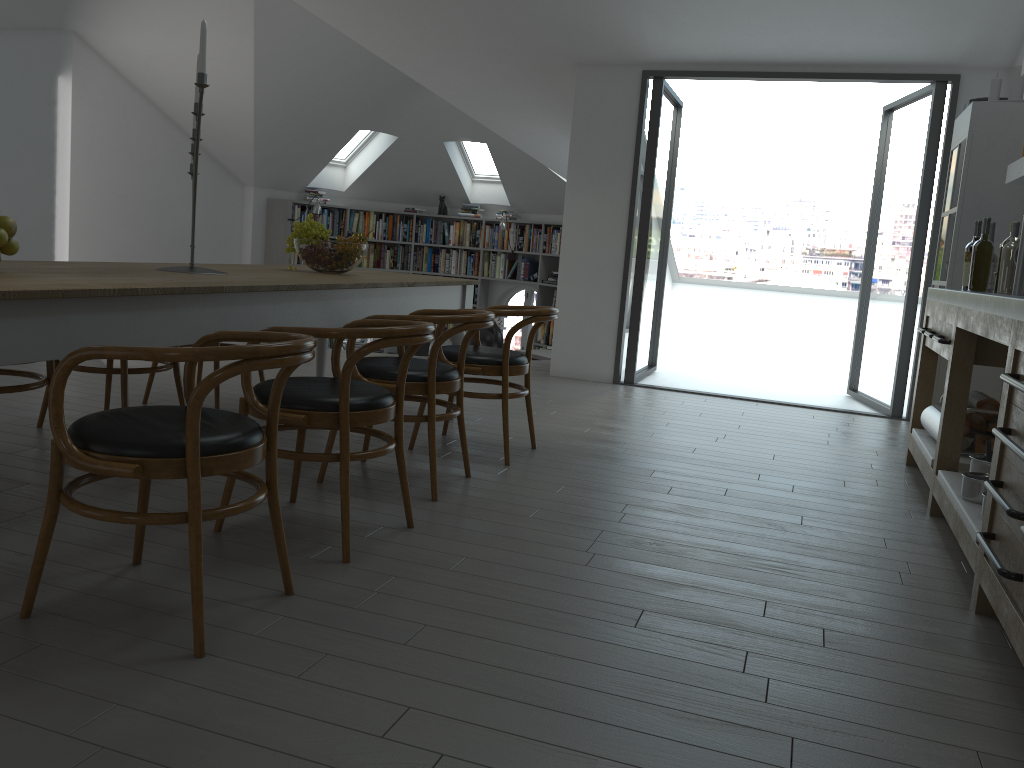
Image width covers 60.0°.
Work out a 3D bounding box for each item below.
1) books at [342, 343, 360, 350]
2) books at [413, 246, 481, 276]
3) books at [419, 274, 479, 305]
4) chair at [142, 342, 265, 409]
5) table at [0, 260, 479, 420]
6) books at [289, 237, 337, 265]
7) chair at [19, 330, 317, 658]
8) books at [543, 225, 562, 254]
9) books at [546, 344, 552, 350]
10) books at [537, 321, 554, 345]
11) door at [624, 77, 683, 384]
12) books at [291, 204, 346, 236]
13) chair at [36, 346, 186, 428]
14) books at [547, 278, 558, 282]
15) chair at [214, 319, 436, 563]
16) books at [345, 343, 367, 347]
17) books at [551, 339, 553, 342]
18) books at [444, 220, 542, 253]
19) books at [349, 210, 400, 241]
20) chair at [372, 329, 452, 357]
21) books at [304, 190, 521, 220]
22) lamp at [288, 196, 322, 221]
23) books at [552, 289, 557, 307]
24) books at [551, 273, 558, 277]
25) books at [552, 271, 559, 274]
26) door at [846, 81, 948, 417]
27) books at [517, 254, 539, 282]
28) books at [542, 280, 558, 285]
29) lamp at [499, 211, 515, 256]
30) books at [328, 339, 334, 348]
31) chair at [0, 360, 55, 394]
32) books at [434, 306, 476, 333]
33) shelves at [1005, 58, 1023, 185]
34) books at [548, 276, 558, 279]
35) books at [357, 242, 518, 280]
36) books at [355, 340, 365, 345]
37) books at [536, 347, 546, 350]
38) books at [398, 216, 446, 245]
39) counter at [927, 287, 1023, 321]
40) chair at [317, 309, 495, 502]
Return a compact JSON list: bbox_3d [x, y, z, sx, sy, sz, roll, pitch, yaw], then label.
[{"bbox_3d":[-2.113,-0.502,12.041,0.365,0.042,0.389,2,9,-15],"label":"books"},{"bbox_3d":[-0.849,-1.675,12.068,1.028,0.358,0.301,5,8,4],"label":"books"},{"bbox_3d":[-0.883,-1.295,12.072,0.997,0.350,0.298,5,8,2],"label":"books"},{"bbox_3d":[-1.702,-0.250,4.874,0.622,0.732,0.528,8,8,21],"label":"chair"},{"bbox_3d":[-1.236,-0.057,3.621,1.019,0.796,3.358,7,9,18],"label":"table"},{"bbox_3d":[-2.571,-1.688,11.249,0.303,0.346,1.090,10,10,33],"label":"books"},{"bbox_3d":[-0.824,0.222,2.244,0.622,0.732,0.529,7,8,15],"label":"chair"},{"bbox_3d":[0.731,-1.777,10.988,0.306,0.366,0.973,1,9,-28],"label":"books"},{"bbox_3d":[0.585,-0.377,9.196,0.366,0.042,0.389,7,9,18],"label":"books"},{"bbox_3d":[0.628,-0.645,11.142,0.272,0.349,0.875,0,9,-30],"label":"books"},{"bbox_3d":[1.185,-1.225,7.344,0.080,2.338,1.054,7,8,18],"label":"door"},{"bbox_3d":[-2.539,-2.067,11.181,0.301,0.360,1.034,10,10,34],"label":"books"},{"bbox_3d":[-1.899,-0.160,4.177,0.622,0.732,0.529,7,8,18],"label":"chair"},{"bbox_3d":[0.638,-1.312,11.249,0.269,0.031,0.287,-2,11,-36],"label":"books"},{"bbox_3d":[-0.581,0.138,2.923,0.622,0.732,0.528,8,8,21],"label":"chair"},{"bbox_3d":[-2.110,-0.536,12.037,0.269,0.031,0.287,4,9,-5],"label":"books"},{"bbox_3d":[0.590,-0.445,9.188,0.270,0.031,0.286,9,10,28],"label":"books"},{"bbox_3d":[-0.185,-1.972,11.787,1.568,0.365,0.394,8,9,24],"label":"books"},{"bbox_3d":[-1.877,-2.109,11.784,0.792,0.371,0.270,0,9,-28],"label":"books"},{"bbox_3d":[-1.082,-0.278,10.068,0.823,0.717,0.743,6,8,13],"label":"chair"},{"bbox_3d":[-1.302,-2.351,11.696,2.813,0.173,0.751,3,9,-11],"label":"books"},{"bbox_3d":[-2.484,-2.110,10.676,0.414,0.311,0.117,7,7,15],"label":"lamp"},{"bbox_3d":[0.690,-1.007,11.016,0.251,0.351,0.977,0,9,-29],"label":"books"},{"bbox_3d":[0.643,-1.373,11.242,0.213,0.036,0.227,1,9,-21],"label":"books"},{"bbox_3d":[0.645,-1.405,11.238,0.269,0.031,0.287,4,9,-2],"label":"books"},{"bbox_3d":[2.896,-0.996,6.750,0.080,2.338,1.055,5,7,3],"label":"door"},{"bbox_3d":[0.286,-1.503,11.554,0.400,0.339,0.224,11,10,38],"label":"books"},{"bbox_3d":[0.635,-1.280,11.253,0.365,0.042,0.389,-1,10,-31],"label":"books"},{"bbox_3d":[-0.063,-1.948,11.463,0.113,0.564,0.358,8,8,25],"label":"lamp"},{"bbox_3d":[-2.634,-0.583,11.409,0.283,0.318,0.919,10,10,36],"label":"books"},{"bbox_3d":[-2.150,-0.076,3.496,0.622,0.732,0.529,6,8,13],"label":"chair"},{"bbox_3d":[-0.900,-0.912,12.120,1.032,0.356,0.294,5,8,3],"label":"books"},{"bbox_3d":[2.079,-1.140,1.789,0.480,1.356,5.568,6,9,13],"label":"shelves"},{"bbox_3d":[0.640,-1.343,11.245,0.269,0.031,0.287,1,9,-21],"label":"books"},{"bbox_3d":[-1.063,-1.659,11.895,2.528,0.369,0.593,4,8,-1],"label":"books"},{"bbox_3d":[-2.108,-0.567,12.033,0.213,0.036,0.227,4,9,-5],"label":"books"},{"bbox_3d":[0.680,-0.237,10.914,0.359,0.310,1.503,2,9,-19],"label":"books"},{"bbox_3d":[-1.232,-2.079,12.005,0.682,0.345,0.266,4,8,-5],"label":"books"},{"bbox_3d":[1.641,-0.317,1.476,0.962,0.617,6.594,7,9,18],"label":"counter"},{"bbox_3d":[-0.402,0.045,3.627,0.622,0.732,0.529,7,8,15],"label":"chair"}]
